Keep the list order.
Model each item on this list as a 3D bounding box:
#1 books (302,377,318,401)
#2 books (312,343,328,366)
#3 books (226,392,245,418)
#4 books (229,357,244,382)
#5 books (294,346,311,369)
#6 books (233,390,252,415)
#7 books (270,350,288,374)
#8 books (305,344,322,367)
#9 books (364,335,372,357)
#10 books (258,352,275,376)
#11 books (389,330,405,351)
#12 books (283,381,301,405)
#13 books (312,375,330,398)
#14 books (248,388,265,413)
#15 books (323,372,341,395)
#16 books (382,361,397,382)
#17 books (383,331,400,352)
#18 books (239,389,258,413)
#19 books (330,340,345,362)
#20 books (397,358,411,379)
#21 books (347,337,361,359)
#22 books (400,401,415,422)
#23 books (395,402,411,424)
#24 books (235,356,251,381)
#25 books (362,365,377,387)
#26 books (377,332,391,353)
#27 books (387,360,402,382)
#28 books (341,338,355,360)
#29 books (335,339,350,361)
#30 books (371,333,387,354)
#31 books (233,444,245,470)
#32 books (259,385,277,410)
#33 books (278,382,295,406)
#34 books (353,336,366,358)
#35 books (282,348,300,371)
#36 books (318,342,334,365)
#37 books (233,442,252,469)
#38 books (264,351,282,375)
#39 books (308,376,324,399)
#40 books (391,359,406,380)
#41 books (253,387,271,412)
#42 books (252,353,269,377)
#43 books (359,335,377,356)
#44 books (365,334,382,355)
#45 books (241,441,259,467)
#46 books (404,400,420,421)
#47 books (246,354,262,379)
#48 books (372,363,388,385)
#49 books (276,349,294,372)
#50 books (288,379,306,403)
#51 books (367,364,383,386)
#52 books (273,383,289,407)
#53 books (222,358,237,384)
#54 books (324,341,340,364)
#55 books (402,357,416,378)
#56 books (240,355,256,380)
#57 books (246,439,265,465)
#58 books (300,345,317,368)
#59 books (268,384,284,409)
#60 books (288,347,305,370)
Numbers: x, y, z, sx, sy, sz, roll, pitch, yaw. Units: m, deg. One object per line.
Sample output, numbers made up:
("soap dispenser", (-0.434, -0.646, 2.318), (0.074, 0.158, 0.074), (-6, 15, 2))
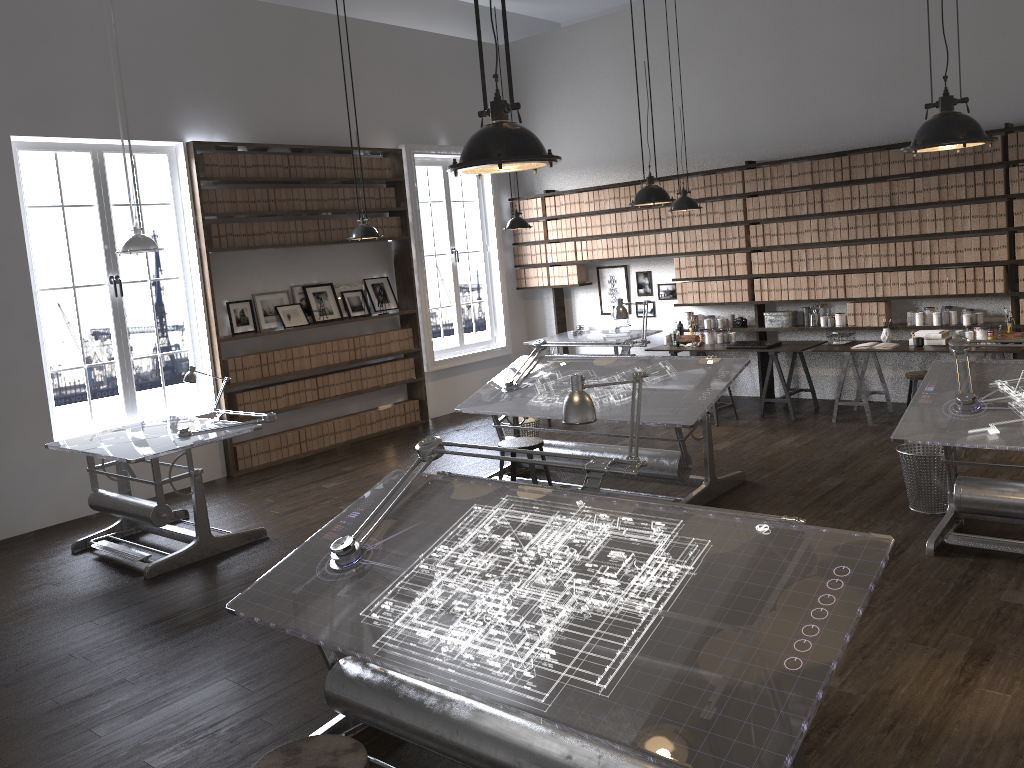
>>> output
("books", (-2.024, 0.048, 8.829), (0.174, 0.224, 0.067), (1, 8, 41))
("books", (-1.947, -0.298, 8.923), (0.174, 0.224, 0.067), (1, 8, 41))
("books", (-2.558, 0.192, 8.194), (0.174, 0.224, 0.067), (1, 8, 41))
("books", (-2.568, -0.131, 8.185), (0.174, 0.224, 0.067), (1, 8, 41))
("books", (-2.080, -0.262, 8.760), (0.174, 0.224, 0.067), (1, 8, 41))
("books", (-2.512, 0.179, 8.248), (0.174, 0.224, 0.067), (1, 8, 41))
("books", (-2.255, -0.216, 8.560), (0.174, 0.224, 0.067), (1, 8, 41))
("books", (-1.990, -0.286, 8.869), (0.174, 0.224, 0.067), (1, 8, 41))
("books", (-1.573, -0.396, 9.352), (0.174, 0.224, 0.067), (1, 8, 41))
("books", (-2.347, -0.191, 8.454), (0.174, 0.224, 0.067), (1, 8, 41))
("books", (-1.269, -0.478, 9.712), (0.174, 0.224, 0.067), (1, 8, 41))
("books", (-2.161, 0.085, 8.668), (0.174, 0.224, 0.067), (1, 8, 41))
("books", (-1.928, 0.023, 8.941), (0.174, 0.224, 0.067), (1, 8, 41))
("books", (-2.426, 0.155, 8.360), (0.174, 0.224, 0.067), (1, 8, 41))
("books", (-1.837, -0.001, 9.043), (0.174, 0.224, 0.067), (1, 8, 41))
("books", (-1.343, -0.133, 9.622), (0.174, 0.224, 0.067), (1, 8, 41))
("books", (-1.311, -0.466, 9.657), (0.174, 0.224, 0.067), (1, 8, 41))
("books", (-2.468, 0.167, 8.305), (0.174, 0.224, 0.067), (1, 8, 41))
("books", (-1.803, -0.335, 9.080), (0.174, 0.224, 0.067), (1, 8, 41))
("books", (-1.212, -0.168, 9.777), (0.174, 0.224, 0.067), (1, 8, 41))
("books", (-1.666, -0.371, 9.241), (0.174, 0.224, 0.067), (1, 8, 41))
("books", (-1.165, 0.306, 9.829), (0.174, 0.224, 0.067), (1, 8, 41))
("books", (-1.209, 0.319, 9.769), (0.174, 0.224, 0.067), (1, 8, 41))
("books", (-2.521, -0.144, 8.240), (0.174, 0.224, 0.067), (1, 8, 41))
("books", (-1.523, -0.086, 9.416), (0.174, 0.224, 0.067), (1, 8, 41))
("books", (-1.397, -0.444, 9.562), (0.174, 0.224, 0.067), (1, 8, 41))
("books", (-1.297, -0.144, 9.669), (0.174, 0.224, 0.067), (1, 8, 41))
("books", (-1.718, -0.359, 9.189), (0.174, 0.224, 0.067), (1, 8, 41))
("books", (-1.765, -0.346, 9.130), (0.174, 0.224, 0.067), (1, 8, 41))
("books", (-1.437, -0.432, 9.508), (0.174, 0.224, 0.067), (1, 8, 41))
("books", (-2.559, 0.677, 8.200), (0.174, 0.224, 0.067), (1, 8, 41))
("books", (-2.331, 0.131, 8.462), (0.174, 0.224, 0.067), (1, 8, 41))
("books", (-2.200, 0.096, 8.613), (0.174, 0.224, 0.067), (1, 8, 41))
("books", (-1.622, -0.384, 9.301), (0.174, 0.224, 0.067), (1, 8, 41))
("books", (-2.162, -0.239, 8.661), (0.174, 0.224, 0.067), (1, 8, 41))
("books", (-1.899, -0.310, 8.973), (0.174, 0.224, 0.067), (1, 8, 41))
("books", (-2.513, 0.665, 8.251), (0.174, 0.224, 0.067), (1, 8, 41))
("books", (-2.298, -0.204, 8.504), (0.174, 0.224, 0.067), (1, 8, 41))
("books", (-1.972, 0.035, 8.881), (0.174, 0.224, 0.067), (1, 8, 41))
("books", (-1.258, -0.156, 9.724), (0.174, 0.224, 0.067), (1, 8, 41))
("books", (-2.379, 0.143, 8.411), (0.174, 0.224, 0.067), (1, 8, 41))
("books", (-2.391, -0.179, 8.394), (0.174, 0.224, 0.067), (1, 8, 41))
("books", (-1.530, -0.409, 9.408), (0.174, 0.224, 0.067), (1, 8, 41))
("books", (-1.485, -0.421, 9.461), (0.174, 0.224, 0.067), (1, 8, 41))
("books", (-2.465, 0.653, 8.301), (0.174, 0.224, 0.067), (1, 8, 41))
("books", (-1.115, 0.293, 9.884), (0.174, 0.224, 0.067), (1, 8, 41))
("books", (-2.443, -0.166, 8.341), (0.174, 0.224, 0.067), (1, 8, 41))
("books", (-1.428, -0.110, 9.518), (0.174, 0.224, 0.067), (1, 8, 41))
("books", (-2.210, -0.228, 8.614), (0.174, 0.224, 0.067), (1, 8, 41))
("books", (-2.115, 0.072, 8.721), (0.174, 0.224, 0.067), (1, 8, 41))
("books", (-1.476, -0.098, 9.467), (0.174, 0.224, 0.067), (1, 8, 41))
("books", (-2.246, 0.108, 8.566), (0.174, 0.224, 0.067), (1, 8, 41))
("books", (-2.617, -0.119, 8.133), (0.174, 0.224, 0.067), (1, 8, 41))
("books", (-1.849, -0.322, 9.025), (0.174, 0.224, 0.067), (1, 8, 41))
("books", (-1.163, -0.180, 9.828), (0.174, 0.224, 0.067), (1, 8, 41))
("books", (-2.484, -0.155, 8.290), (0.174, 0.224, 0.067), (1, 8, 41))
("books", (-2.419, 0.641, 8.357), (0.174, 0.224, 0.067), (1, 8, 41))
("books", (-2.032, -0.274, 8.814), (0.174, 0.224, 0.067), (1, 8, 41))
("books", (-2.286, 0.119, 8.518), (0.174, 0.224, 0.067), (1, 8, 41))
("books", (-2.122, -0.251, 8.714), (0.174, 0.224, 0.067), (1, 8, 41))
